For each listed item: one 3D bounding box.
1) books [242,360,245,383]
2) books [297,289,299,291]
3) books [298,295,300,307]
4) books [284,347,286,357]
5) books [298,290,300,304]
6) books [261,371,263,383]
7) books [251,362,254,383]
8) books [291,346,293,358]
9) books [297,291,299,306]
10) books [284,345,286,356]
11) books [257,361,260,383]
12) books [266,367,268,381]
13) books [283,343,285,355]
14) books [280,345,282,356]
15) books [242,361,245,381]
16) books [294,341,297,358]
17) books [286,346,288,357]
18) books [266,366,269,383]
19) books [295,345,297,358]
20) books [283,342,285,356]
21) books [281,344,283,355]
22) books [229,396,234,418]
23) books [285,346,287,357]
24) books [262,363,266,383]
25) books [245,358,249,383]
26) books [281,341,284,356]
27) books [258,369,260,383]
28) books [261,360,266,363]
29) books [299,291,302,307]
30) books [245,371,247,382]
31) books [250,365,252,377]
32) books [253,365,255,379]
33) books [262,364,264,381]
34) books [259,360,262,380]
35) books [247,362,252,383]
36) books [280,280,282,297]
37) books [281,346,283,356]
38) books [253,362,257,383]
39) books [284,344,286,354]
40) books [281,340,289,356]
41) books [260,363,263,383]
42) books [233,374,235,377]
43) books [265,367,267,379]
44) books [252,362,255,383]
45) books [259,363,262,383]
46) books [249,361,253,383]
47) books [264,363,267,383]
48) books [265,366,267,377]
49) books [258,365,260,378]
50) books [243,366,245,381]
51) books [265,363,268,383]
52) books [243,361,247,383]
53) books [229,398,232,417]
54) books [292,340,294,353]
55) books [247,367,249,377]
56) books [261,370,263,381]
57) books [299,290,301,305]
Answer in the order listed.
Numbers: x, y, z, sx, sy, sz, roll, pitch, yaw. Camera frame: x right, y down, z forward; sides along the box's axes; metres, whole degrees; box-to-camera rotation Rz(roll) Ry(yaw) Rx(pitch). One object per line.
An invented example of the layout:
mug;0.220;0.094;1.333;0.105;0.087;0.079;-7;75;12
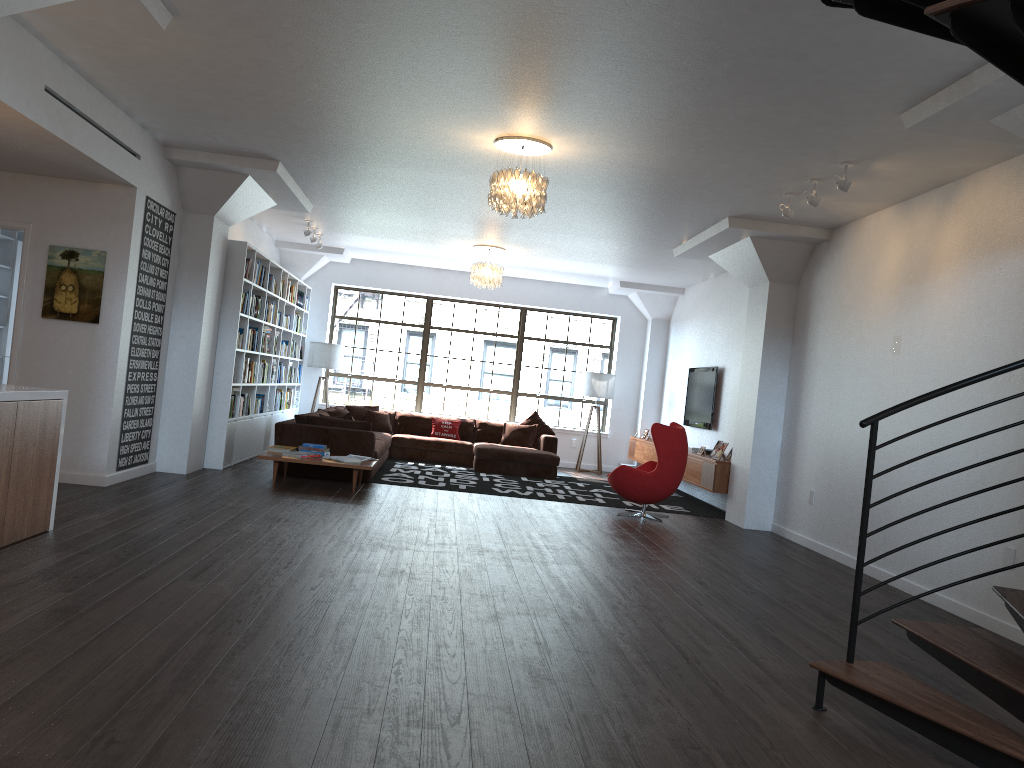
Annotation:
books;-3.072;-0.164;9.928;0.140;0.298;0.044;6;0;-4
books;-3.209;-1.262;12.893;0.183;0.253;0.042;6;0;-4
books;-3.215;-1.262;13.024;0.183;0.253;0.042;6;0;-4
books;-3.227;-0.478;12.351;0.134;0.184;0.030;6;0;-4
books;-3.209;-1.261;12.981;0.183;0.253;0.042;6;0;-4
books;-3.163;-0.128;10.949;0.161;0.223;0.027;6;0;-5
books;-3.123;-0.143;10.386;0.183;0.253;0.034;6;0;-4
books;-3.263;-0.498;12.854;0.161;0.223;0.032;6;0;-4
books;-3.206;-1.261;12.937;0.183;0.253;0.042;6;0;-4
books;-3.219;-0.475;12.326;0.128;0.178;0.021;6;0;-4
books;-3.151;-0.159;10.675;0.198;0.284;0.066;6;0;-5
books;-3.195;-0.137;11.242;0.174;0.240;0.045;6;0;-5
books;-3.211;-0.481;12.209;0.139;0.191;0.036;6;0;-4
books;-3.191;-0.461;12.051;0.110;0.153;0.018;6;0;-4
books;-3.089;-0.141;9.876;0.189;0.247;0.057;6;0;-4
books;-3.292;-0.514;13.128;0.183;0.253;0.042;6;0;-4
books;-3.218;-0.465;12.479;0.106;0.162;0.032;6;0;-4
books;-3.187;-0.128;11.278;0.161;0.223;0.026;6;0;-5
books;-3.301;-0.505;13.218;0.174;0.236;0.142;6;0;-5
books;-3.216;-0.484;12.250;0.136;0.196;0.045;6;0;-4
books;-3.195;-0.468;12.087;0.120;0.167;0.019;6;0;-4
books;-3.097;0.240;9.532;0.174;0.240;0.054;6;0;-4
books;-3.218;-0.461;12.415;0.110;0.153;0.019;6;0;-4
books;-3.164;-0.142;11.024;0.183;0.253;0.034;6;0;-5
books;-3.110;-0.162;10.145;0.176;0.290;0.053;6;0;-4
books;-3.211;-0.489;12.169;0.140;0.206;0.042;6;0;-4
books;-3.142;-0.127;10.747;0.161;0.223;0.026;6;0;-5
books;-3.174;-0.162;11.058;0.176;0.290;0.036;6;0;-5
books;-3.215;-1.261;13.112;0.183;0.253;0.042;6;0;-4
books;-3.108;-0.129;10.104;0.161;0.223;0.027;6;0;-4
books;-3.126;-0.133;10.318;0.168;0.231;0.037;6;0;-4
books;-3.134;-0.142;10.493;0.160;0.250;0.026;6;0;-4
books;-3.173;-0.137;10.984;0.174;0.240;0.045;6;0;-5
books;-3.151;-0.162;10.786;0.176;0.290;0.053;6;0;-5
books;-3.116;-0.140;10.271;0.171;0.246;0.057;6;0;-4
books;-3.096;-1.249;11.556;0.174;0.236;0.136;6;0;-5
books;-3.191;-0.465;12.112;0.106;0.162;0.030;6;0;-4
books;-3.133;-0.144;10.522;0.183;0.253;0.034;6;0;-4
books;-3.216;-0.474;12.304;0.128;0.178;0.022;6;0;-4
books;-3.236;-0.502;12.537;0.140;0.231;0.042;6;0;-4
books;-3.154;-0.143;10.863;0.183;0.253;0.034;6;0;-5
books;-3.096;-0.104;9.545;0.174;0.032;0.254;6;0;-9
books;-3.182;-0.128;11.174;0.161;0.223;0.027;6;0;-5
books;-3.129;-0.144;10.419;0.183;0.253;0.034;6;0;-4
books;-3.155;-0.143;10.829;0.183;0.253;0.034;6;0;-5
books;-3.124;-0.144;10.353;0.183;0.253;0.034;6;0;-4
books;-3.178;-0.146;11.106;0.180;0.259;0.060;6;0;-5
books;-3.178;-0.142;11.149;0.160;0.250;0.026;6;0;-5
books;-3.142;-0.141;10.722;0.160;0.250;0.026;6;0;-5
books;-3.087;-0.119;9.973;0.144;0.207;0.048;6;0;-4
books;-3.191;-0.144;11.203;0.183;0.253;0.034;6;0;-5
books;-3.104;-0.140;10.062;0.171;0.246;0.057;6;0;-4
books;-3.095;0.249;9.489;0.161;0.223;0.032;6;0;-4
books;-3.278;-0.514;12.890;0.183;0.253;0.042;6;0;-4
books;-3.115;-0.129;10.184;0.161;0.223;0.026;6;0;-4
books;-3.160;-0.139;10.908;0.171;0.246;0.057;6;0;-5
books;-3.216;-1.261;13.068;0.183;0.253;0.042;6;0;-4
